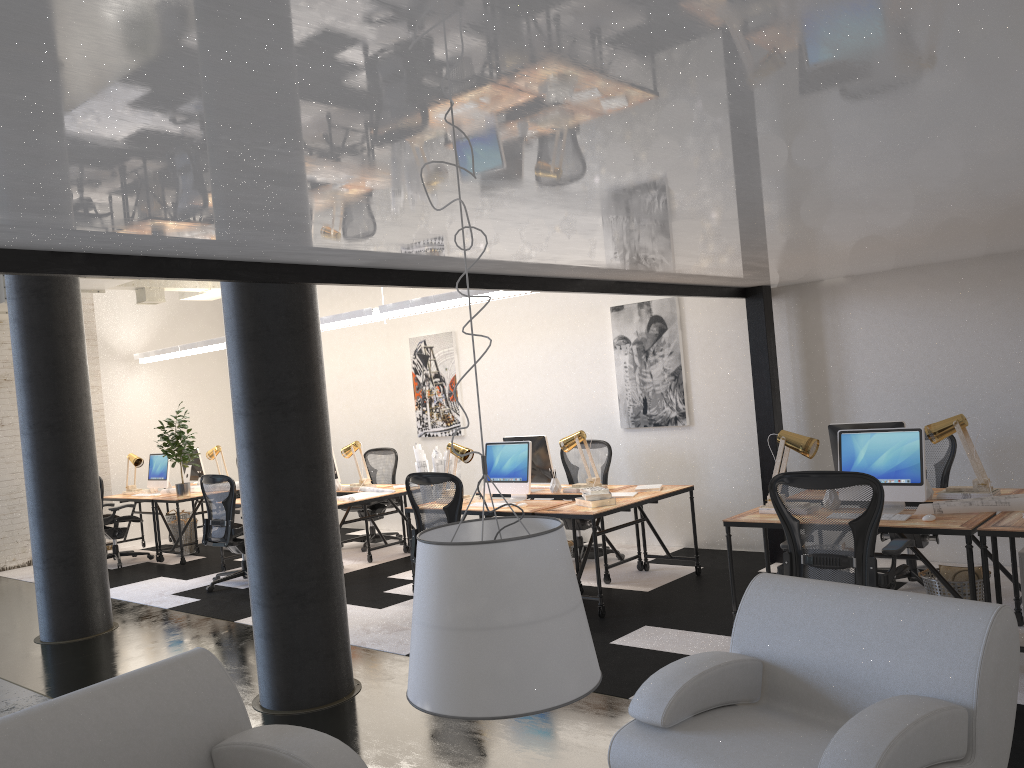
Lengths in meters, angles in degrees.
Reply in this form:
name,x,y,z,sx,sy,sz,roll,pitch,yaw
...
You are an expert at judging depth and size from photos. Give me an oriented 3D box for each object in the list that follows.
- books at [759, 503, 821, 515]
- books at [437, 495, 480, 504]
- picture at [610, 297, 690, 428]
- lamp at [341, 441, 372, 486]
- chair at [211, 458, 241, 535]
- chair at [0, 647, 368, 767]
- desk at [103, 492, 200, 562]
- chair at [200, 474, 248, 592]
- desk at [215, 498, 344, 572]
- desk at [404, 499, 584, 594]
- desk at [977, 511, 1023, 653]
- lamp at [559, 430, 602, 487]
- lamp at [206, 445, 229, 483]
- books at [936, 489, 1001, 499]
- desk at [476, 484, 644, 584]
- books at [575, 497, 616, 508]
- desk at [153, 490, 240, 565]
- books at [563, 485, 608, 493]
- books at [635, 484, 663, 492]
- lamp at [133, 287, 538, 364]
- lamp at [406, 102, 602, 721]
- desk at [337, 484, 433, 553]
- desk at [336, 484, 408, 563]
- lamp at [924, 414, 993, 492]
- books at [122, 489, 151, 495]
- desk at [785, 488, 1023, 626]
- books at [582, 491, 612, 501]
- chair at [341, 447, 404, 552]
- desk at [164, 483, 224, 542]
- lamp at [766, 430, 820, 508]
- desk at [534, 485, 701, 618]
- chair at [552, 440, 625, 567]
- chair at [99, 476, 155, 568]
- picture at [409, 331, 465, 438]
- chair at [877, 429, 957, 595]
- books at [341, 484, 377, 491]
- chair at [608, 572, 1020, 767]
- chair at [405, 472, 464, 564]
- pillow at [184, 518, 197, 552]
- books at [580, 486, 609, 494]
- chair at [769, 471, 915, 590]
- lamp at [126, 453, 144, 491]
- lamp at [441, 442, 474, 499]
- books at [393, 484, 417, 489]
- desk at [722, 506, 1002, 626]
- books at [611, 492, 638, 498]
name,x,y,z,sx,sy,sz,roll,pitch,yaw
books,1.709,0.763,5.452,0.309,0.038,0.225,-5,0,41
books,-0.453,0.967,7.436,0.309,0.038,0.225,-5,0,41
picture,1.293,-0.185,8.384,0.731,1.183,0.049,-5,1,41
lamp,-1.636,0.829,9.290,0.345,0.470,0.127,-5,1,41
chair,-3.609,1.454,11.771,0.771,1.086,0.792,-5,0,25
chair,-1.028,1.363,2.686,1.026,0.785,1.006,-5,0,33
desk,-4.399,1.700,10.713,1.402,0.724,0.529,-5,0,41
chair,-2.631,1.375,8.534,0.771,1.086,0.792,-5,0,25
desk,-2.369,1.530,8.964,1.402,0.724,0.529,-5,0,41
desk,-0.168,1.323,7.088,1.402,0.724,0.529,-5,0,41
desk,3.006,1.026,4.785,0.530,0.724,1.400,-5,0,41
lamp,0.565,0.622,7.414,0.345,0.470,0.127,-5,1,41
lamp,-3.665,0.998,11.040,0.345,0.470,0.126,-5,1,41
books,2.770,0.666,5.380,0.309,0.038,0.225,-5,0,41
desk,0.392,1.274,7.720,1.402,0.724,0.529,-5,0,41
books,0.610,0.862,6.517,0.200,0.050,0.271,-5,0,-21
desk,-3.386,1.606,10.393,0.530,0.724,1.400,-5,0,41
books,0.608,0.870,7.364,0.309,0.038,0.225,-5,0,41
books,1.095,0.833,7.096,0.200,0.024,0.235,-5,0,15
lamp,-2.271,-1.910,9.285,7.306,2.865,0.226,-5,0,41
lamp,-0.078,-0.004,1.968,0.435,1.347,0.436,-6,1,-35
desk,-1.357,1.437,8.644,0.530,0.724,1.400,-5,0,41
desk,-1.809,1.482,9.596,1.402,0.724,0.529,-5,0,41
lamp,2.727,0.418,5.431,0.345,0.470,0.127,-5,1,41
books,-4.684,1.343,11.060,0.309,0.038,0.225,-5,0,41
desk,2.554,1.070,5.737,1.402,0.724,0.529,-5,0,41
books,0.623,0.814,6.538,0.193,0.044,0.257,-5,0,-1
chair,-1.580,1.284,10.021,0.771,1.086,0.792,-5,0,25
desk,-3.838,1.651,11.345,1.402,0.724,0.529,-5,0,41
lamp,1.705,0.511,5.395,0.345,0.470,0.126,-5,1,41
desk,0.845,1.230,6.768,0.530,0.724,1.400,-5,0,41
chair,0.621,1.077,8.146,0.771,1.086,0.792,-5,0,25
chair,-4.660,1.544,10.283,0.771,1.086,0.792,-5,0,25
picture,-0.881,0.020,10.294,0.731,1.183,0.049,-5,1,41
chair,2.783,0.873,6.163,0.771,1.086,0.792,-5,0,25
books,-1.593,1.077,9.239,0.309,0.038,0.225,-5,0,41
chair,1.026,1.177,3.049,1.025,0.785,1.007,-5,0,-37
chair,-0.429,1.168,6.658,0.771,1.086,0.792,-5,0,25
pillow,-3.851,1.809,10.617,0.239,0.406,0.119,-5,1,42
books,0.605,0.784,6.534,0.153,0.030,0.185,-5,0,-21
chair,1.732,0.964,4.675,0.771,1.086,0.792,-5,0,25
lamp,-4.687,1.092,11.003,0.344,0.470,0.126,-5,1,41
lamp,-0.457,0.715,7.378,0.345,0.470,0.126,-5,1,41
books,-1.083,1.042,9.031,0.243,0.019,0.205,-5,0,-11
desk,1.994,1.119,5.105,1.402,0.724,0.529,-5,0,41
books,0.837,0.859,6.864,0.243,0.019,0.205,-5,0,19
